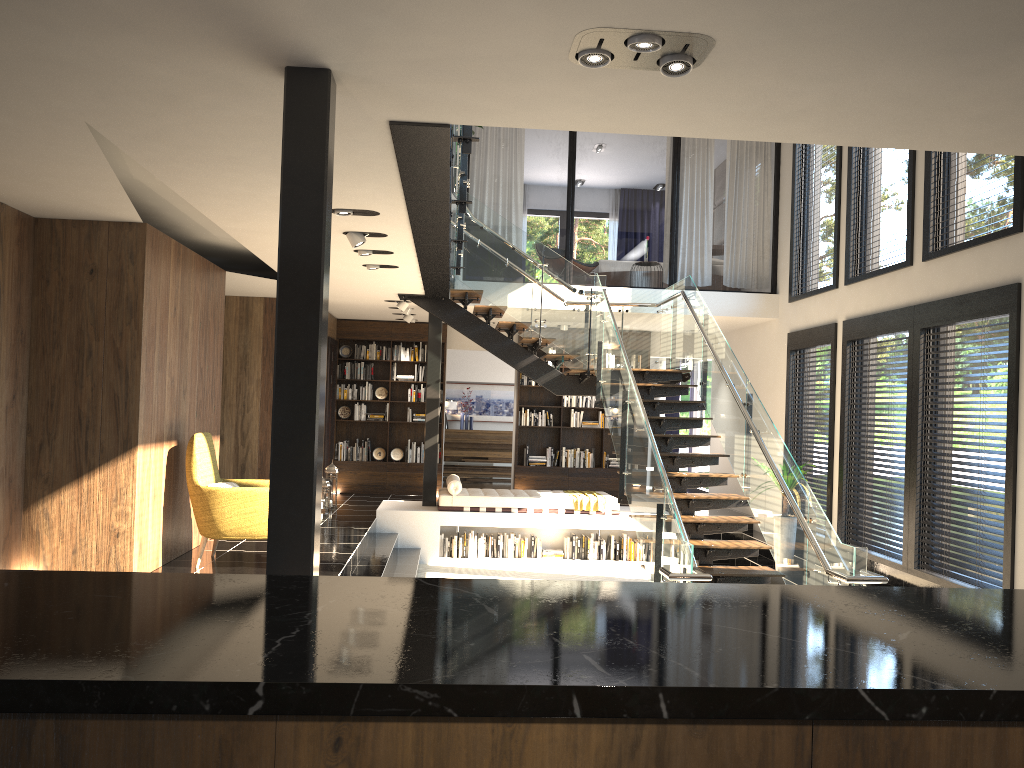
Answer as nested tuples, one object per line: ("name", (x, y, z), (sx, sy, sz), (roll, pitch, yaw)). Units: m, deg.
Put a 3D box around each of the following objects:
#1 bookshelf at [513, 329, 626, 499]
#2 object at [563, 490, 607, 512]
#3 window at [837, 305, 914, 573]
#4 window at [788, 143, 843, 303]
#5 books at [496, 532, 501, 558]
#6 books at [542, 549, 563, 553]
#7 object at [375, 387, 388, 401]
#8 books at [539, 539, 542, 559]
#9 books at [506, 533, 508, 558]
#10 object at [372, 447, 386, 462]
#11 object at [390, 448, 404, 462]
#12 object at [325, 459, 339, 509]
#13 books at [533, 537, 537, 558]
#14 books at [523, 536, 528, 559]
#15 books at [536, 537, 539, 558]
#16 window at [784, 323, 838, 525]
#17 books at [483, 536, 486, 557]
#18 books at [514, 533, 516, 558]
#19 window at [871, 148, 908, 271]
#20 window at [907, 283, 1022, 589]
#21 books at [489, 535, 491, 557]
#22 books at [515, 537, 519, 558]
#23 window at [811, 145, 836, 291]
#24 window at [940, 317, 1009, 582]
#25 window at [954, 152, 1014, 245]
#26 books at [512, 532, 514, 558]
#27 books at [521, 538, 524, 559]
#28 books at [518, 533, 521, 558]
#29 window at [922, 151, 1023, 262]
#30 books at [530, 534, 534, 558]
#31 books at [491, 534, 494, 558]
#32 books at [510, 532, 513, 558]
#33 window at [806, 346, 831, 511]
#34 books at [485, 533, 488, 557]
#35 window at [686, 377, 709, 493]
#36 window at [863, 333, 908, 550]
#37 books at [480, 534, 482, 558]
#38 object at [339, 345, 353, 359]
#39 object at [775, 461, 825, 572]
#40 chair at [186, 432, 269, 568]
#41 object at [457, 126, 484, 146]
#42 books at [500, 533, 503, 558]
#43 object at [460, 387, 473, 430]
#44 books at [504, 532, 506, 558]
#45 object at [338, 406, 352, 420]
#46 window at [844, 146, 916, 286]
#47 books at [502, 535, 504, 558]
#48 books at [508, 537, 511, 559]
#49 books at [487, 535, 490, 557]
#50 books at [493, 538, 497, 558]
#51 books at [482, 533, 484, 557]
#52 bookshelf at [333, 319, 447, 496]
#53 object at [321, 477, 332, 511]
("bookshelf", (1.109, 0.479, 14.064), (2.090, 2.682, 0.273), (2, -1, -4))
("object", (0.925, 1.674, 11.629), (0.466, 0.510, 1.167), (2, -1, -4))
("window", (3.803, 0.532, 8.934), (0.358, 2.475, 1.498), (2, -1, -4))
("window", (3.781, -2.278, 10.608), (0.358, 2.475, 1.393), (2, -1, -4))
("books", (-0.171, 2.023, 11.131), (0.033, 0.299, 0.196), (2, -1, -4))
("books", (0.509, 2.112, 11.224), (0.249, 0.026, 0.148), (2, -2, -7))
("object", (-2.036, 0.151, 13.834), (0.212, 0.222, 0.082), (2, -1, -4))
("books", (0.347, 2.083, 11.195), (0.030, 0.218, 0.186), (2, -1, -4))
("books", (-0.067, 2.033, 11.159), (0.025, 0.287, 0.169), (2, -1, -4))
("object", (-2.066, 1.096, 13.799), (0.212, 0.222, 0.082), (2, -1, -4))
("object", (-1.791, 1.105, 13.814), (0.212, 0.222, 0.082), (2, -1, -4))
("object", (-2.378, 1.316, 11.686), (0.182, 0.642, 0.182), (2, -1, -4))
("books", (0.288, 2.064, 11.217), (0.045, 0.251, 0.142), (2, -1, -4))
("books", (0.164, 2.055, 11.158), (0.050, 0.258, 0.215), (2, -1, -4))
("books", (0.323, 2.062, 11.193), (0.020, 0.257, 0.154), (2, -1, -4))
("window", (3.686, 0.577, 10.566), (0.358, 2.475, 1.393), (2, -1, -4))
("books", (-0.350, 2.045, 11.169), (0.026, 0.246, 0.149), (2, -1, -4))
("books", (0.030, 2.033, 11.159), (0.023, 0.293, 0.157), (2, -1, -4))
("window", (3.966, -2.317, 9.013), (0.005, 2.296, 1.221), (2, -1, -4))
("window", (3.909, 0.493, 7.443), (0.358, 2.475, 1.498), (2, -1, -4))
("books", (-0.277, 2.039, 11.141), (0.019, 0.261, 0.183), (2, -1, -4))
("books", (0.057, 2.055, 11.176), (0.034, 0.252, 0.151), (2, -1, -4))
("window", (3.852, -2.276, 10.605), (0.005, 2.296, 1.221), (2, -1, -4))
("window", (3.981, 0.496, 7.439), (0.005, 2.296, 1.313), (2, -1, -4))
("window", (4.079, -2.358, 7.421), (0.005, 2.296, 1.221), (2, -1, -4))
("books", (0.009, 2.027, 11.154), (0.020, 0.305, 0.172), (2, -1, -4))
("books", (0.125, 2.067, 11.147), (0.028, 0.232, 0.206), (2, -1, -4))
("books", (0.091, 2.036, 11.189), (0.036, 0.293, 0.128), (2, -1, -4))
("window", (4.008, -2.361, 7.424), (0.358, 2.475, 1.393), (2, -1, -4))
("books", (0.252, 2.047, 11.198), (0.030, 0.284, 0.176), (2, -1, -4))
("books", (-0.252, 2.029, 11.135), (0.028, 0.282, 0.173), (2, -1, -4))
("books", (-0.014, 2.026, 11.157), (0.026, 0.305, 0.187), (2, -1, -4))
("window", (3.758, 0.580, 10.563), (0.005, 2.296, 1.221), (2, -1, -4))
("books", (-0.324, 2.026, 11.170), (0.025, 0.285, 0.137), (2, -1, -4))
("window", (3.270, 0.719, 16.022), (0.184, 2.475, 2.982), (2, -1, -4))
("window", (3.874, 0.534, 8.931), (0.005, 2.296, 1.313), (2, -1, -4))
("books", (-0.386, 2.029, 11.098), (0.021, 0.270, 0.148), (2, -1, -4))
("object", (-2.583, -0.499, 13.778), (0.212, 0.222, 0.082), (2, -1, -4))
("object", (3.084, 1.465, 10.051), (0.876, 1.337, 0.830), (2, -1, -15))
("chair", (-2.248, 0.978, 7.599), (1.031, 1.097, 0.807), (2, -1, -5))
("object", (-1.005, -2.190, 8.556), (1.465, 1.554, 1.260), (2, -1, -16))
("books", (-0.143, 2.028, 11.146), (0.025, 0.293, 0.205), (2, -1, -4))
("object", (-0.885, 0.486, 17.444), (0.272, 0.860, 0.270), (2, -1, 10))
("books", (-0.091, 2.022, 11.166), (0.023, 0.308, 0.126), (2, -1, -4))
("object", (-2.603, 0.448, 13.790), (0.212, 0.222, 0.082), (2, -1, -4))
("window", (3.894, -2.319, 9.016), (0.358, 2.475, 1.393), (2, -1, -4))
("books", (-0.117, 2.040, 11.165), (0.029, 0.271, 0.128), (2, -1, -4))
("books", (-0.040, 2.054, 11.138), (0.027, 0.246, 0.193), (2, -1, -4))
("books", (-0.299, 2.039, 11.156), (0.023, 0.260, 0.133), (2, -1, -4))
("books", (-0.215, 2.055, 11.150), (0.050, 0.234, 0.149), (2, -1, -4))
("books", (-0.367, 2.018, 11.122), (0.020, 0.295, 0.102), (2, -1, -4))
("bookshelf", (-1.907, 0.374, 13.850), (1.703, 2.682, 0.273), (2, -1, -4))
("object", (-2.463, 1.387, 11.448), (0.262, 0.483, 0.262), (2, -1, -4))
